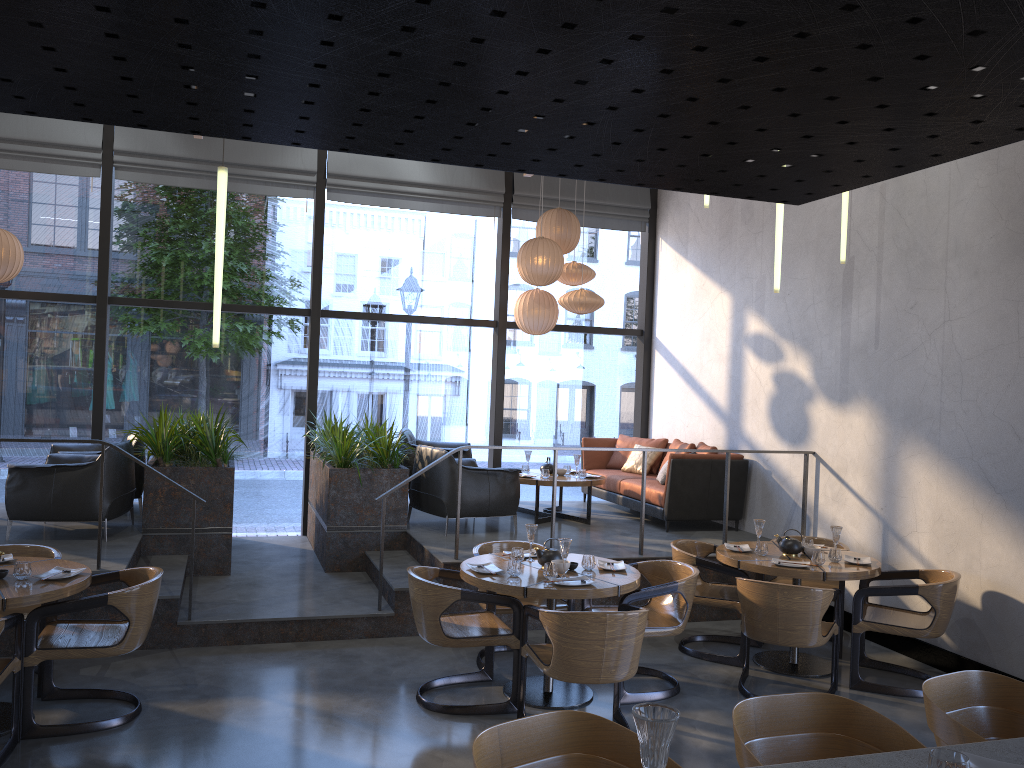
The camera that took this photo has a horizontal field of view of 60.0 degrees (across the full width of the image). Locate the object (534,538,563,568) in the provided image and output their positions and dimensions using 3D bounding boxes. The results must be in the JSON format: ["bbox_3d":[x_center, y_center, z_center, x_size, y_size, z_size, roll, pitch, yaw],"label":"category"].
[{"bbox_3d":[0.235,1.037,5.452,0.168,0.179,0.163,2,0,20],"label":"object"}]

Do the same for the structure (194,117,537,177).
[{"bbox_3d":[-1.071,-1.123,1.551,10.399,5.894,10.127,2,0,-18],"label":"structure"}]

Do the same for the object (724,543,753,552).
[{"bbox_3d":[1.607,1.168,6.289,0.170,0.025,0.294,2,0,8],"label":"object"}]

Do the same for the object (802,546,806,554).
[{"bbox_3d":[2.075,1.178,6.282,0.080,0.042,0.080,2,0,-36],"label":"object"}]

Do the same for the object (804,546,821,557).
[{"bbox_3d":[2.090,1.167,6.173,0.116,0.065,0.116,2,0,7],"label":"object"}]

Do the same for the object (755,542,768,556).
[{"bbox_3d":[1.731,1.142,6.143,0.086,0.086,0.086,2,0,5],"label":"object"}]

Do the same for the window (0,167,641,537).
[{"bbox_3d":[-2.127,-1.162,2.771,12.739,5.897,12.900,2,0,-18],"label":"window"}]

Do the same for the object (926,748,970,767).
[{"bbox_3d":[0.849,0.765,1.725,0.086,0.086,0.086,2,0,-43],"label":"object"}]

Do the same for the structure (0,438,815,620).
[{"bbox_3d":[-1.548,-0.370,1.516,11.718,4.117,9.054,2,0,-18],"label":"structure"}]

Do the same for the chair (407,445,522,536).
[{"bbox_3d":[-0.454,0.939,8.119,0.833,0.743,1.030,2,0,-32],"label":"chair"}]

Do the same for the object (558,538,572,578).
[{"bbox_3d":[0.306,1.015,5.159,0.082,0.227,0.082,2,0,42],"label":"object"}]

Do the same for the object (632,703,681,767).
[{"bbox_3d":[0.241,0.670,1.511,0.082,0.227,0.082,2,0,17],"label":"object"}]

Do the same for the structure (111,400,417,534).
[{"bbox_3d":[-5.031,0.869,2.650,4.306,1.608,15.715,2,0,20],"label":"structure"}]

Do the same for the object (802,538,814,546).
[{"bbox_3d":[2.125,1.158,6.376,0.086,0.086,0.086,2,0,-24],"label":"object"}]

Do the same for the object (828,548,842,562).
[{"bbox_3d":[2.186,1.160,5.998,0.086,0.086,0.086,2,0,-42],"label":"object"}]

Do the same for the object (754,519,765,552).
[{"bbox_3d":[1.739,1.072,6.248,0.082,0.227,0.082,2,0,44],"label":"object"}]

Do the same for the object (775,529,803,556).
[{"bbox_3d":[1.951,1.104,6.216,0.168,0.179,0.163,2,0,-14],"label":"object"}]

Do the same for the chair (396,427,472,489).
[{"bbox_3d":[-0.809,0.846,9.291,0.833,0.743,1.030,2,0,-4],"label":"chair"}]

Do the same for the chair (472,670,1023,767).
[{"bbox_3d":[2.610,1.456,0.889,2.787,1.047,5.395,2,0,-41],"label":"chair"}]

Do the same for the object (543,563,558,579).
[{"bbox_3d":[0.223,1.083,5.129,0.086,0.086,0.086,2,0,7],"label":"object"}]

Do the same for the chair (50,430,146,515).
[{"bbox_3d":[-3.864,0.803,8.254,0.833,0.743,1.030,2,0,-32],"label":"chair"}]

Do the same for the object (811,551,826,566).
[{"bbox_3d":[2.025,1.154,5.862,0.086,0.086,0.086,2,0,44],"label":"object"}]

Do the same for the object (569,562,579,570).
[{"bbox_3d":[0.364,1.111,5.398,0.080,0.042,0.080,2,0,36],"label":"object"}]

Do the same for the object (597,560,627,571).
[{"bbox_3d":[0.618,1.129,5.481,0.170,0.025,0.294,2,0,1],"label":"object"}]

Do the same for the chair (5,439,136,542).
[{"bbox_3d":[-3.497,0.818,7.129,0.833,0.743,1.030,2,0,-11],"label":"chair"}]

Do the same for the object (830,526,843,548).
[{"bbox_3d":[2.219,1.091,6.078,0.082,0.227,0.082,2,0,4],"label":"object"}]

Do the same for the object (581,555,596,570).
[{"bbox_3d":[0.468,1.093,5.422,0.086,0.086,0.086,2,0,-15],"label":"object"}]

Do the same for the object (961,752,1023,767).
[{"bbox_3d":[1.023,0.803,1.793,0.294,0.025,0.170,2,0,19],"label":"object"}]

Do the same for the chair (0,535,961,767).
[{"bbox_3d":[-1.524,1.433,3.697,9.749,0.759,4.352,2,0,-17],"label":"chair"}]

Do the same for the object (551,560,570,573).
[{"bbox_3d":[0.291,1.097,5.315,0.116,0.065,0.116,2,0,-39],"label":"object"}]

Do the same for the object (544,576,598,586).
[{"bbox_3d":[0.317,1.118,5.011,0.294,0.025,0.170,2,0,-21],"label":"object"}]
